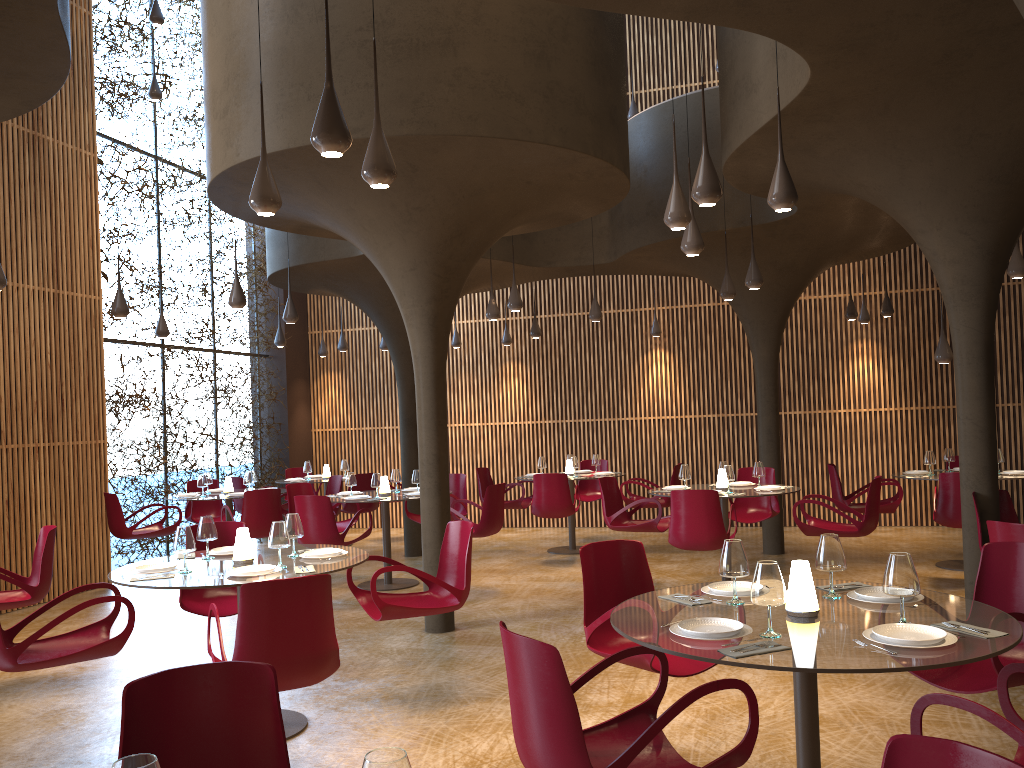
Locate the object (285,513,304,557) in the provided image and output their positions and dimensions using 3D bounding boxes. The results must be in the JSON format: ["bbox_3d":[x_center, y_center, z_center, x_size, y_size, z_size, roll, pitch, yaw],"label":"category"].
[{"bbox_3d":[-1.529,1.055,6.195,0.142,0.295,0.142,-3,-1,30],"label":"object"}]

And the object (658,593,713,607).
[{"bbox_3d":[0.830,1.036,4.255,0.126,0.017,0.262,-1,-2,-28],"label":"object"}]

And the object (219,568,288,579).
[{"bbox_3d":[-1.604,1.171,5.510,0.410,0.012,0.204,-1,-2,-20],"label":"object"}]

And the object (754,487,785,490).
[{"bbox_3d":[2.830,1.152,9.746,0.332,0.014,0.332,0,-3,-41],"label":"object"}]

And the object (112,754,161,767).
[{"bbox_3d":[-0.703,0.856,1.663,0.142,0.295,0.142,-3,-1,24],"label":"object"}]

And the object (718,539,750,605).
[{"bbox_3d":[1.041,0.880,4.157,0.142,0.295,0.142,-2,-1,-18],"label":"object"}]

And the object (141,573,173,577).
[{"bbox_3d":[-2.312,1.207,5.763,0.204,0.012,0.411,-1,-2,-26],"label":"object"}]

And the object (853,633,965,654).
[{"bbox_3d":[1.516,0.971,3.389,0.410,0.012,0.204,-1,-2,-28],"label":"object"}]

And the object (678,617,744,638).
[{"bbox_3d":[0.810,0.996,3.615,0.263,0.029,0.263,-1,-3,-38],"label":"object"}]

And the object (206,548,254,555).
[{"bbox_3d":[-2.051,1.221,6.456,0.332,0.014,0.332,-4,-2,32],"label":"object"}]

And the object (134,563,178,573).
[{"bbox_3d":[-2.310,1.196,5.759,0.263,0.029,0.263,-2,-2,-12],"label":"object"}]

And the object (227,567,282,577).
[{"bbox_3d":[-1.600,1.169,5.512,0.332,0.014,0.332,-4,-3,36],"label":"object"}]

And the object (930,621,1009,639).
[{"bbox_3d":[1.803,0.970,3.498,0.126,0.017,0.262,-1,-2,-24],"label":"object"}]

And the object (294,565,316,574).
[{"bbox_3d":[-1.305,1.167,5.577,0.126,0.017,0.262,-2,-2,-16],"label":"object"}]

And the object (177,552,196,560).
[{"bbox_3d":[-2.341,1.237,6.371,0.126,0.017,0.262,-1,-2,-20],"label":"object"}]

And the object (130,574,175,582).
[{"bbox_3d":[-2.217,1.199,5.471,0.262,0.017,0.126,-1,-2,-21],"label":"object"}]

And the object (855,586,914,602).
[{"bbox_3d":[1.731,0.979,4.113,0.263,0.029,0.263,-3,-2,14],"label":"object"}]

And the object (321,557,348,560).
[{"bbox_3d":[-1.298,1.181,6.122,0.204,0.012,0.411,-1,-2,-30],"label":"object"}]

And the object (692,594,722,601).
[{"bbox_3d":[1.107,1.024,4.385,0.410,0.012,0.204,-1,-2,-33],"label":"object"}]

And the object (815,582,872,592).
[{"bbox_3d":[1.652,1.009,4.404,0.262,0.017,0.126,-2,-2,-19],"label":"object"}]

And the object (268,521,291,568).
[{"bbox_3d":[-1.502,1.036,5.722,0.142,0.295,0.142,-2,-1,-28],"label":"object"}]

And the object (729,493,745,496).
[{"bbox_3d":[2.367,1.162,9.334,0.126,0.017,0.262,-3,-2,31],"label":"object"}]

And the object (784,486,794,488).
[{"bbox_3d":[3.023,1.161,9.978,0.262,0.017,0.126,-4,-3,36],"label":"object"}]

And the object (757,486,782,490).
[{"bbox_3d":[2.829,1.143,9.746,0.263,0.029,0.263,-3,-2,24],"label":"object"}]

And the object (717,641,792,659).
[{"bbox_3d":[0.910,0.999,3.329,0.262,0.017,0.126,-1,-2,-23],"label":"object"}]

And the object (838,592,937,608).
[{"bbox_3d":[1.733,0.989,4.109,0.204,0.012,0.411,-1,-2,-23],"label":"object"}]

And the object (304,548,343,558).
[{"bbox_3d":[-1.301,1.171,6.126,0.263,0.029,0.263,-1,-2,-29],"label":"object"}]

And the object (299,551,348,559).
[{"bbox_3d":[-1.301,1.180,6.126,0.332,0.014,0.332,-4,-3,39],"label":"object"}]

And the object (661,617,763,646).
[{"bbox_3d":[0.808,1.007,3.619,0.204,0.012,0.411,-1,-2,-27],"label":"object"}]

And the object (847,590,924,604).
[{"bbox_3d":[1.731,0.988,4.113,0.332,0.014,0.332,-3,-2,20],"label":"object"}]

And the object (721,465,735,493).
[{"bbox_3d":[2.335,1.028,9.573,0.142,0.295,0.142,-2,-1,7],"label":"object"}]

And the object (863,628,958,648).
[{"bbox_3d":[1.520,0.970,3.391,0.332,0.014,0.332,-4,-3,40],"label":"object"}]

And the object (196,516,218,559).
[{"bbox_3d":[-2.147,1.080,6.243,0.142,0.295,0.142,-2,-1,-32],"label":"object"}]

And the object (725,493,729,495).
[{"bbox_3d":[2.113,1.173,9.506,0.411,0.012,0.204,-3,-2,27],"label":"object"}]

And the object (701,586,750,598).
[{"bbox_3d":[1.103,1.023,4.382,0.332,0.014,0.332,-3,-2,23],"label":"object"}]

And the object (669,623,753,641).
[{"bbox_3d":[0.811,1.006,3.615,0.332,0.014,0.332,-3,-2,13],"label":"object"}]

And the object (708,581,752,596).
[{"bbox_3d":[1.103,1.013,4.382,0.263,0.029,0.263,-1,-3,-38],"label":"object"}]

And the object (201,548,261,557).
[{"bbox_3d":[-2.047,1.223,6.459,0.410,0.012,0.204,-1,-2,-24],"label":"object"}]

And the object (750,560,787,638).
[{"bbox_3d":[1.024,0.858,3.537,0.142,0.295,0.142,-2,-1,10],"label":"object"}]

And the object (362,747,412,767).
[{"bbox_3d":[-0.229,0.837,1.647,0.142,0.295,0.142,-2,-1,-1],"label":"object"}]

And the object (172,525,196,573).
[{"bbox_3d":[-2.098,1.058,5.676,0.142,0.295,0.142,-2,-1,11],"label":"object"}]

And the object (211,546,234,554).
[{"bbox_3d":[-2.052,1.212,6.456,0.263,0.029,0.263,-2,-2,-13],"label":"object"}]

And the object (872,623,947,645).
[{"bbox_3d":[1.519,0.960,3.391,0.263,0.029,0.263,-4,-3,37],"label":"object"}]

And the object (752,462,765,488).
[{"bbox_3d":[2.779,1.026,9.975,0.142,0.295,0.142,-2,-1,-10],"label":"object"}]

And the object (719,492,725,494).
[{"bbox_3d":[2.118,1.171,9.505,0.332,0.014,0.332,-2,-2,5],"label":"object"}]

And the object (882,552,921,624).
[{"bbox_3d":[1.587,0.839,3.614,0.142,0.295,0.142,-3,-1,42],"label":"object"}]

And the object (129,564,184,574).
[{"bbox_3d":[-2.310,1.206,5.759,0.331,0.014,0.332,-1,-2,-21],"label":"object"}]

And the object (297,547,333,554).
[{"bbox_3d":[-1.414,1.202,6.406,0.262,0.017,0.126,-1,-2,-26],"label":"object"}]

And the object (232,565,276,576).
[{"bbox_3d":[-1.601,1.160,5.512,0.263,0.029,0.263,-2,-2,-19],"label":"object"}]

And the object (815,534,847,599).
[{"bbox_3d":[1.512,0.863,4.208,0.142,0.295,0.142,-1,-1,-42],"label":"object"}]

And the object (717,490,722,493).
[{"bbox_3d":[2.117,1.162,9.505,0.263,0.029,0.263,-4,-3,34],"label":"object"}]
